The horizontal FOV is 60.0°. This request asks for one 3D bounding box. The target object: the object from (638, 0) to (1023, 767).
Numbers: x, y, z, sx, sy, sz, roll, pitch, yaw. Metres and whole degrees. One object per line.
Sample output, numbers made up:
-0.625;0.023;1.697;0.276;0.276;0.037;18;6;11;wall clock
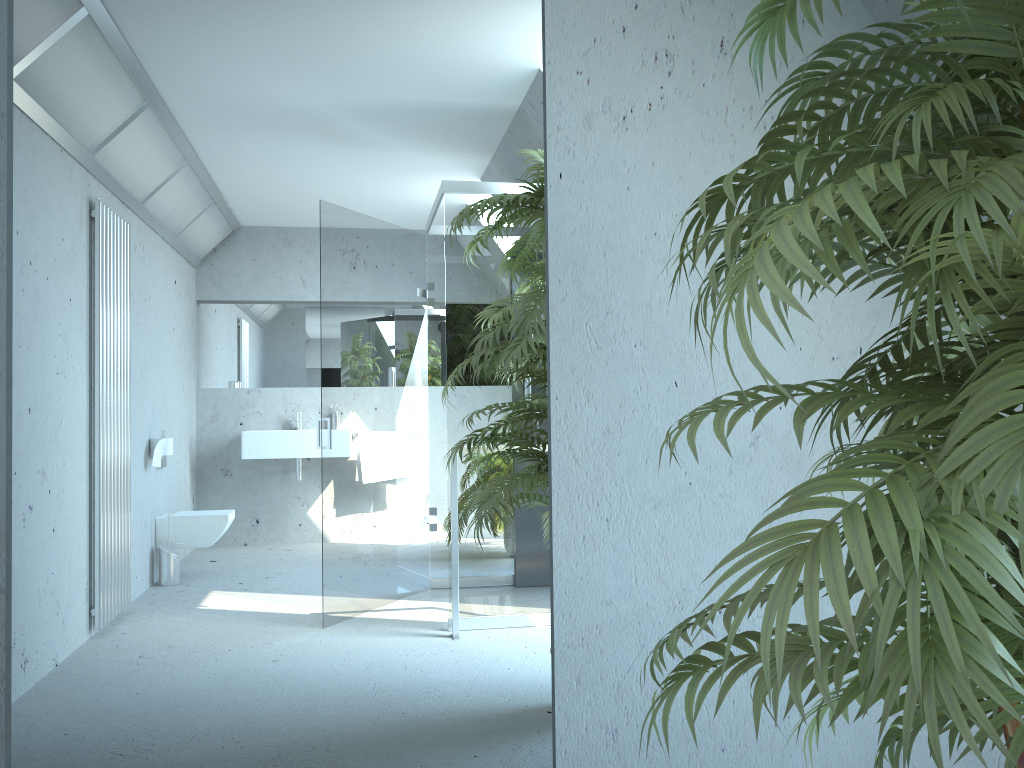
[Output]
0.646;0.026;0.979;0.980;2.034;1.020;-2;-2;39;object
